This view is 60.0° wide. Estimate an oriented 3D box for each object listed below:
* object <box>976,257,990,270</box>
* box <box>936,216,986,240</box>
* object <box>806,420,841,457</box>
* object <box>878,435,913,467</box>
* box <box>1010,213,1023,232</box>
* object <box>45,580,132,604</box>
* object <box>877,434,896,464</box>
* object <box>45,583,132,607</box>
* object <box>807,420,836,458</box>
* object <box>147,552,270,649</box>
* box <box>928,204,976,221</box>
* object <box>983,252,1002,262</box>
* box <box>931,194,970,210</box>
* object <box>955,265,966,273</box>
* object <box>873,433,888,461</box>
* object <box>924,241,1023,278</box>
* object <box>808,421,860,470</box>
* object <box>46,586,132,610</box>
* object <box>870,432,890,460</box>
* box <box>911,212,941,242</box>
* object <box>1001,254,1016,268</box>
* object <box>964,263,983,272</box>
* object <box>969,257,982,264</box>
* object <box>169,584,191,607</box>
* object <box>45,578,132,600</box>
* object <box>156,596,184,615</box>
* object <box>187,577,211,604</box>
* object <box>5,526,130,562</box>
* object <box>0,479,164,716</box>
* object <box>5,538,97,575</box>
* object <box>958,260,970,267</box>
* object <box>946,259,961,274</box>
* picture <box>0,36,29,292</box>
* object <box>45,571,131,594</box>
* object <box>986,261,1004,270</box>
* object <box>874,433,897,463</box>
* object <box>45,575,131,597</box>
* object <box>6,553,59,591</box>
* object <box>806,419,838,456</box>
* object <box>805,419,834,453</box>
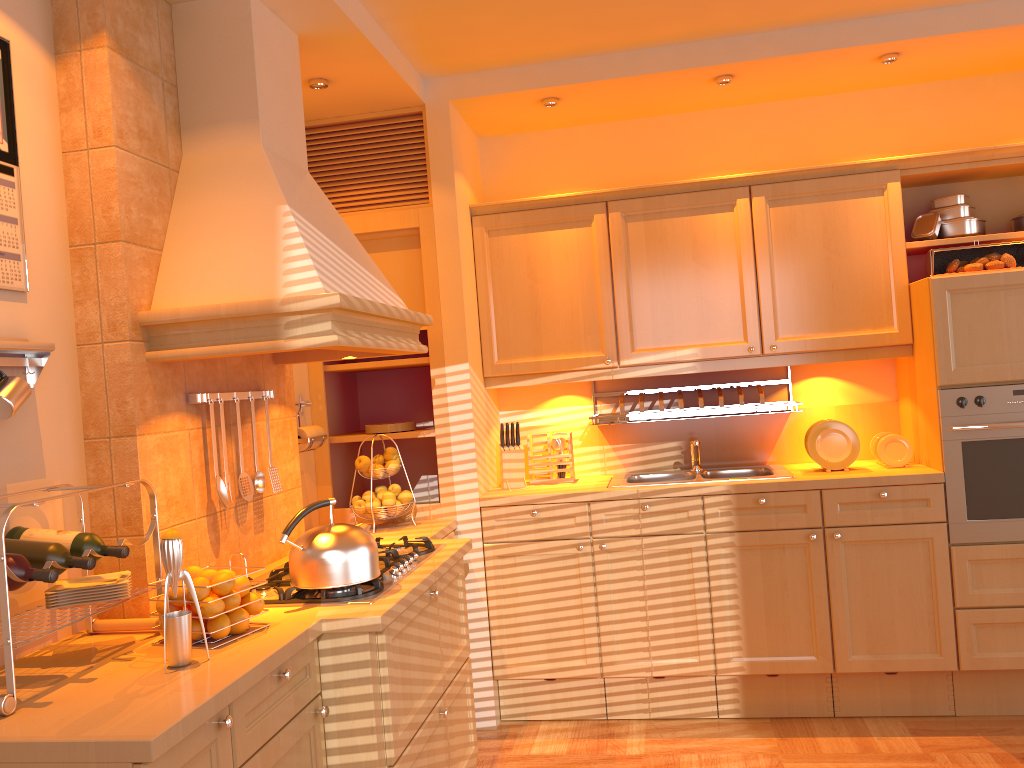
[{"bbox_3d":[1.846,-0.468,3.488,0.065,0.056,0.056,-4,0,-6],"label":"object"},{"bbox_3d":[1.873,-0.646,3.771,0.169,0.090,0.242,-4,0,-44],"label":"box"},{"bbox_3d":[1.335,0.250,3.700,0.205,0.200,0.049,-4,0,11],"label":"object"},{"bbox_3d":[1.559,0.271,3.603,0.133,0.129,0.037,-4,0,10],"label":"object"},{"bbox_3d":[2.230,-0.673,3.703,0.242,0.090,0.169,-4,0,-9],"label":"box"},{"bbox_3d":[-0.960,0.475,2.022,0.172,0.011,0.163,-4,0,-21],"label":"object"},{"bbox_3d":[1.564,0.271,3.630,0.133,0.129,0.037,-4,0,10],"label":"object"},{"bbox_3d":[-0.960,0.482,2.022,0.172,0.011,0.163,-4,0,-21],"label":"object"},{"bbox_3d":[1.329,0.251,3.672,0.205,0.200,0.049,-4,0,11],"label":"object"},{"bbox_3d":[-0.713,0.505,2.092,0.189,0.174,0.207,-4,0,25],"label":"object"},{"bbox_3d":[1.868,-0.714,3.771,0.124,0.066,0.177,-4,0,-44],"label":"box"},{"bbox_3d":[1.897,-0.498,3.497,0.061,0.047,0.063,-4,0,-32],"label":"object"},{"bbox_3d":[1.864,-0.769,3.771,0.098,0.052,0.140,-4,0,-44],"label":"box"},{"bbox_3d":[1.794,-0.453,3.518,0.068,0.035,0.067,-4,0,-40],"label":"object"},{"bbox_3d":[1.580,0.270,3.711,0.133,0.129,0.037,-4,0,10],"label":"object"},{"bbox_3d":[1.846,-0.488,3.516,0.400,0.123,0.280,-4,0,10],"label":"object"},{"bbox_3d":[1.322,0.251,3.645,0.205,0.200,0.049,-4,0,11],"label":"object"},{"bbox_3d":[-0.959,0.488,2.022,0.172,0.011,0.163,-4,0,-21],"label":"object"},{"bbox_3d":[1.590,0.269,3.765,0.133,0.129,0.037,-4,0,12],"label":"object"},{"bbox_3d":[1.737,-0.655,3.716,0.117,0.129,0.098,-4,0,-44],"label":"box"},{"bbox_3d":[1.928,-0.474,3.440,0.066,0.064,0.045,-4,0,-29],"label":"object"},{"bbox_3d":[1.797,-0.452,3.452,0.066,0.034,0.069,-4,0,28],"label":"object"},{"bbox_3d":[1.858,-0.472,3.537,0.066,0.063,0.061,-4,0,17],"label":"object"},{"bbox_3d":[-0.758,0.485,2.037,0.063,0.051,0.053,-4,0,15],"label":"object"},{"bbox_3d":[-0.961,0.468,2.022,0.172,0.011,0.163,-4,0,-21],"label":"object"},{"bbox_3d":[-0.794,0.516,2.055,0.060,0.055,0.053,-4,0,13],"label":"object"},{"bbox_3d":[-0.710,0.469,2.015,0.057,0.060,0.052,-4,0,-42],"label":"object"},{"bbox_3d":[-0.983,0.357,1.966,0.282,0.095,0.076,-4,0,10],"label":"object"},{"bbox_3d":[-0.995,0.423,1.909,0.221,0.379,0.572,-4,0,10],"label":"object"},{"bbox_3d":[-1.002,0.358,1.852,0.282,0.095,0.076,-4,0,10],"label":"object"},{"bbox_3d":[1.813,-0.468,3.566,0.069,0.061,0.037,-4,0,-7],"label":"object"},{"bbox_3d":[1.758,-0.464,3.534,0.055,0.064,0.069,-4,0,14],"label":"object"},{"bbox_3d":[-1.219,-0.519,1.920,0.009,0.605,0.417,-4,0,10],"label":"picture"},{"bbox_3d":[-0.962,0.455,2.022,0.172,0.011,0.163,-4,0,-21],"label":"object"},{"bbox_3d":[1.870,-0.460,3.434,0.065,0.036,0.062,-4,0,23],"label":"object"},{"bbox_3d":[1.575,0.270,3.684,0.133,0.129,0.037,-4,0,10],"label":"object"},{"bbox_3d":[-0.961,0.462,2.022,0.172,0.011,0.163,-4,0,-21],"label":"object"},{"bbox_3d":[-1.022,0.360,1.738,0.282,0.095,0.076,-4,0,10],"label":"object"},{"bbox_3d":[1.341,0.250,3.727,0.205,0.200,0.049,-4,0,11],"label":"object"},{"bbox_3d":[1.347,0.250,3.754,0.205,0.200,0.049,-4,0,11],"label":"object"}]
